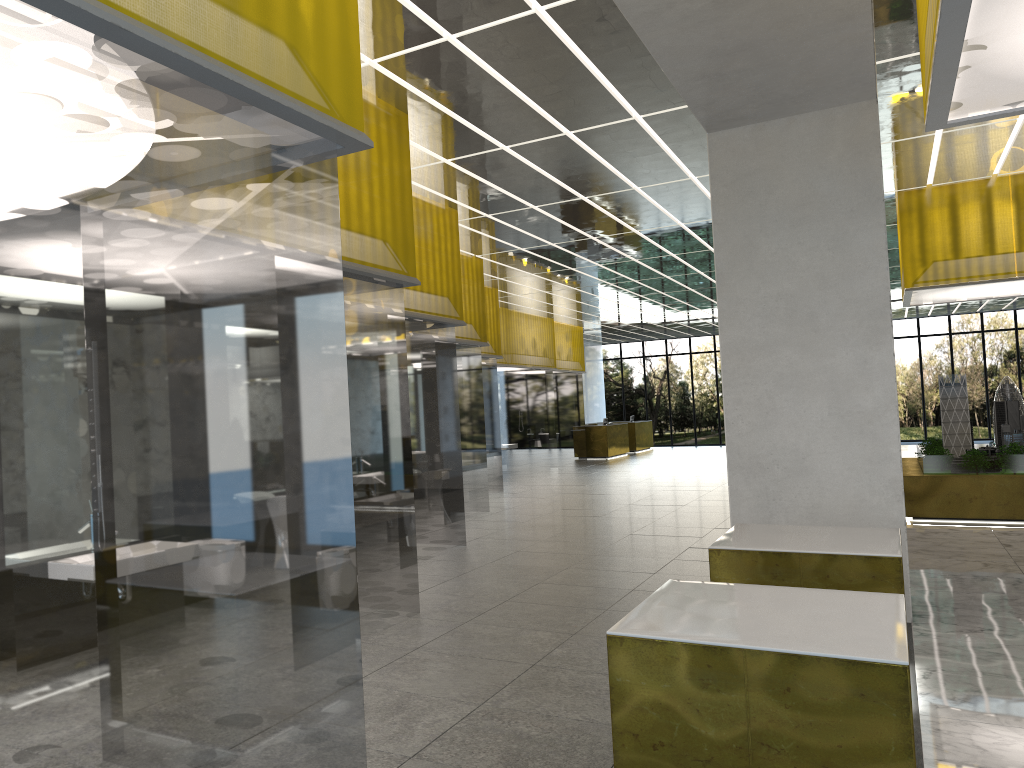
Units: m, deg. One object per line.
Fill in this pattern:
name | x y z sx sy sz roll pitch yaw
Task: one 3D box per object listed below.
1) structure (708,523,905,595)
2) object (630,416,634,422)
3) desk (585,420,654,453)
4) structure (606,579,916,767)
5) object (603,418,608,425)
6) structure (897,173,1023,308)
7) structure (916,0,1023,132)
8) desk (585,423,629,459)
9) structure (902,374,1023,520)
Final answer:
structure | 2.508 1.866 7.129 1.432 1.173 1.376 -4 -2 27
object | 6.110 1.988 44.097 0.577 0.667 0.715 -4 -2 26
desk | 5.331 2.756 44.536 3.375 1.508 3.320 -4 -2 27
structure | 1.414 1.835 4.669 1.432 1.173 1.376 -4 -2 27
object | 4.242 1.936 39.896 0.578 0.667 0.715 -4 -2 27
structure | 8.986 -2.847 15.673 3.415 2.269 3.093 -4 -2 28
structure | 3.657 -2.995 3.693 3.415 2.269 3.092 -4 -2 28
desk | 3.479 2.705 40.372 3.375 1.508 3.320 -4 -2 27
structure | 9.738 1.041 16.648 4.060 2.571 4.909 -4 -2 27
